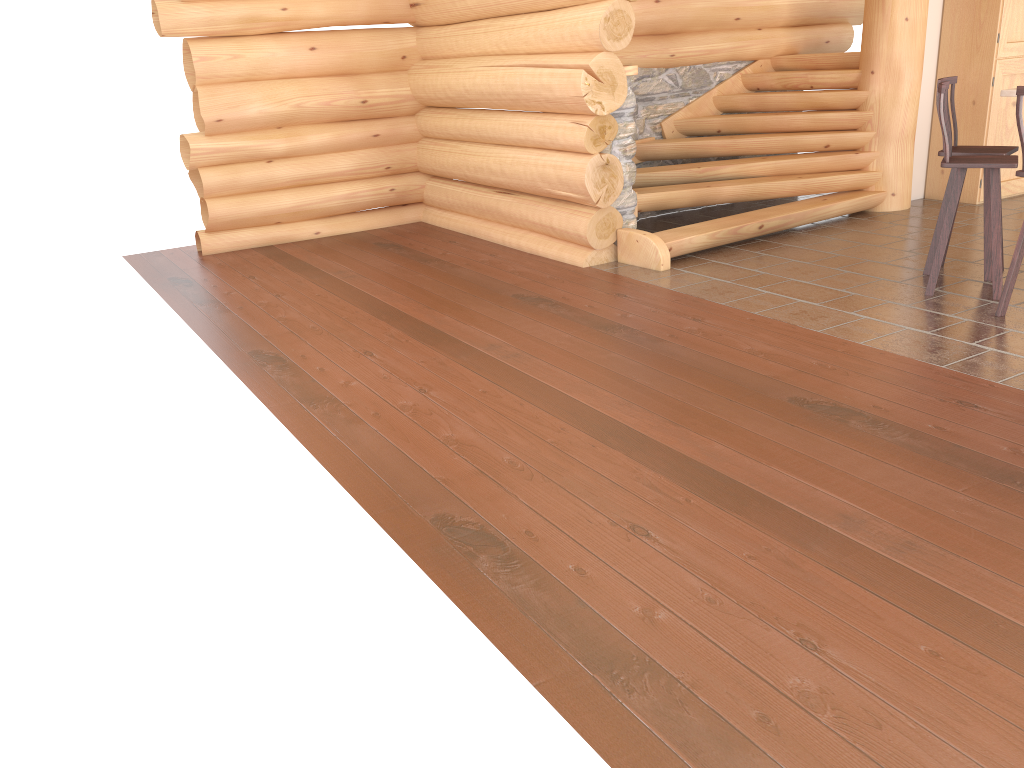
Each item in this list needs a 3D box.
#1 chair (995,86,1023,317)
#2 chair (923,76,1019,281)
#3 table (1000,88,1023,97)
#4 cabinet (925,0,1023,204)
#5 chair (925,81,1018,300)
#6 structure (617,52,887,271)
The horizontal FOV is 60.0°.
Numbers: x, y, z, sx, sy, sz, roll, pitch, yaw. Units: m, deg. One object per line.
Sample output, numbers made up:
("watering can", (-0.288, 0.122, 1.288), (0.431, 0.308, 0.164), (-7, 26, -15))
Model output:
("chair", (3.113, -1.010, 5.030), (0.504, 1.319, 0.406), (-11, 22, -18))
("chair", (3.146, -1.412, 6.089), (0.504, 1.319, 0.406), (13, 26, 38))
("table", (4.406, -0.941, 4.703), (1.196, 1.257, 3.220), (-15, 23, -27))
("cabinet", (5.065, -3.143, 8.794), (1.847, 2.403, 0.670), (-15, 23, -27))
("chair", (2.927, -1.232, 5.652), (0.504, 1.319, 0.406), (7, 23, 27))
("structure", (1.973, -2.340, 8.315), (3.604, 1.643, 1.951), (-18, 25, -33))
